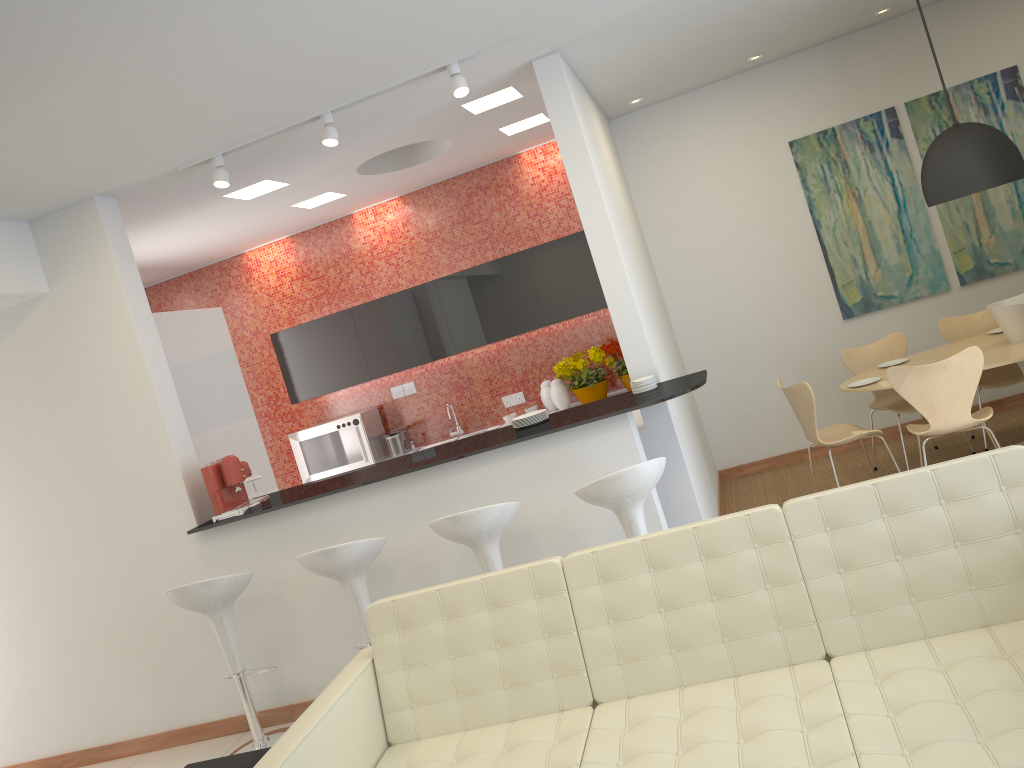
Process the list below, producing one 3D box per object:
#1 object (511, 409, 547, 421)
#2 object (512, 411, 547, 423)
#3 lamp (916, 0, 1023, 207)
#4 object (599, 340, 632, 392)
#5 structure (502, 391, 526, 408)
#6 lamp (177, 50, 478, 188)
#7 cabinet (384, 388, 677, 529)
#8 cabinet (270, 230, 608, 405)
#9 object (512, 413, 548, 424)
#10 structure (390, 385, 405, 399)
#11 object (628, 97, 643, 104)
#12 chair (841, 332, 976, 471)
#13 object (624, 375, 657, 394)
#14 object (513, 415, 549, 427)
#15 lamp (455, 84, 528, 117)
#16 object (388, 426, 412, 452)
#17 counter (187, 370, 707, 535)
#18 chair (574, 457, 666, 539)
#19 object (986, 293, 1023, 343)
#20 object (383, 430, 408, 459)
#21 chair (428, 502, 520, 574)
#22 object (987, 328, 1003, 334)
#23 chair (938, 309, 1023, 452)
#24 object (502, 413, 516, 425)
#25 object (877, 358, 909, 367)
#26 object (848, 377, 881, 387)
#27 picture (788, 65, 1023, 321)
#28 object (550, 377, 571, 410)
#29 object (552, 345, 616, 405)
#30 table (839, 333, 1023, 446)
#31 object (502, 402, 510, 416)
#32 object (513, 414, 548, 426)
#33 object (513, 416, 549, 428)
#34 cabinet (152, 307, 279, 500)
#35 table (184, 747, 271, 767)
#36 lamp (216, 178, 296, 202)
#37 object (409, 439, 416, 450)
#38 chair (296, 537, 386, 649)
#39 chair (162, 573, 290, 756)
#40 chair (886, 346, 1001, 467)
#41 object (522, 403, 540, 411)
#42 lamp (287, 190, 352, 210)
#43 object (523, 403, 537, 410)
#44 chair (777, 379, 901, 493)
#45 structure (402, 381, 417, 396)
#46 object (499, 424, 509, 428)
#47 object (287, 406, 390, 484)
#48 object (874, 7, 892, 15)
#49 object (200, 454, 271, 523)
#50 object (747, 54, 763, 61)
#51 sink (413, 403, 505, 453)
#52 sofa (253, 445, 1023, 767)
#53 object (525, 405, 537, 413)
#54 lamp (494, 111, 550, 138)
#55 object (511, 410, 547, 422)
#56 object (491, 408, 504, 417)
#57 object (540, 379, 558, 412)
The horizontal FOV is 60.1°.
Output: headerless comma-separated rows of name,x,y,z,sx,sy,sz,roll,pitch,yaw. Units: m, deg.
object,0.097,0.179,4.974,0.212,0.015,0.209,-19,4,-32
object,0.101,0.192,4.974,0.212,0.015,0.209,-19,4,-32
lamp,2.748,-1.936,5.653,0.591,1.493,0.597,-17,1,16
object,1.003,-0.189,7.204,0.504,0.449,0.522,-18,2,-6
structure,0.015,0.140,7.804,0.197,0.099,0.016,-17,0,14
lamp,-1.017,-1.390,4.828,1.814,0.199,0.113,-16,1,14
cabinet,-0.349,1.020,6.683,3.322,0.984,2.508,-17,3,14
cabinet,-0.525,-0.594,7.699,3.229,0.659,0.353,-17,1,14
object,0.103,0.199,4.974,0.212,0.015,0.209,-19,4,-32
structure,-1.039,0.075,8.044,0.113,0.104,0.013,-17,0,14
object,0.984,-2.250,7.041,0.130,0.010,0.128,-19,4,-31
chair,2.756,0.124,6.242,0.522,0.906,0.515,-17,1,-7
object,0.708,-0.009,4.910,0.173,0.097,0.140,-17,2,7
object,0.107,0.212,4.974,0.212,0.015,0.209,-19,4,-32
lamp,-0.129,-1.842,5.714,0.407,0.034,0.411,-16,3,14
object,-0.999,0.512,7.978,0.170,0.215,0.173,-16,2,33
counter,-0.362,0.382,4.970,2.952,0.019,0.739,-16,4,14
chair,0.636,0.853,4.146,0.457,1.021,0.465,-17,1,0
object,3.214,-0.418,5.655,0.263,0.280,0.269,-19,2,-41
object,-1.014,0.532,7.742,0.170,0.215,0.173,-16,2,33
chair,-0.045,1.054,4.314,0.454,1.021,0.468,-17,1,25
object,3.424,-0.378,6.161,0.208,0.015,0.212,-15,4,32
chair,3.391,-0.069,6.176,0.518,0.906,0.519,-17,1,18
object,-0.012,0.303,7.461,0.120,0.084,0.122,-16,3,34
object,2.666,-0.143,6.191,0.208,0.015,0.212,-15,4,36
object,2.308,-0.008,5.799,0.208,0.015,0.212,-15,4,36
picture,3.253,-1.469,6.935,1.731,1.507,0.020,-17,0,14
object,0.400,0.081,7.361,0.160,0.283,0.158,-18,1,-24
object,0.612,-0.073,7.299,0.520,0.449,0.506,-17,2,16
table,3.357,0.064,5.674,2.252,0.729,1.287,-16,3,15
object,-0.034,0.248,7.519,0.009,0.195,0.139,-17,1,-16
object,0.105,0.206,4.974,0.212,0.015,0.209,-19,4,-32
object,0.109,0.219,4.974,0.212,0.015,0.209,-19,4,-32
cabinet,-2.573,0.950,5.994,1.630,2.523,1.062,-17,1,14
table,-1.079,1.756,3.187,0.698,0.422,0.921,-17,3,14
lamp,-1.771,-1.357,6.128,0.407,0.034,0.411,-16,3,14
object,-0.886,0.537,7.874,0.037,0.092,0.037,-17,1,14
chair,-0.724,1.255,4.486,0.454,1.021,0.468,-17,1,25
chair,-1.461,1.473,4.672,0.454,1.021,0.468,-17,1,25
chair,2.580,0.244,5.201,0.518,0.906,0.519,-17,1,21
object,0.158,0.195,7.563,0.008,0.009,0.236,-16,4,43
lamp,-1.548,-1.486,7.097,0.407,0.034,0.411,-16,3,14
object,0.160,0.193,7.591,0.008,0.009,0.236,-16,4,39
chair,2.127,0.350,5.764,0.516,0.906,0.521,-17,1,-2
structure,-0.929,0.043,8.019,0.113,0.104,0.008,-17,0,14
object,0.000,0.341,7.461,0.220,0.014,0.217,-20,4,-36
object,-1.536,0.553,7.914,0.719,0.470,0.438,-17,2,14
object,2.760,-2.776,6.592,0.130,0.010,0.128,-19,4,-31
object,-1.541,0.556,5.077,0.319,0.336,0.322,-17,2,14
object,1.872,-2.513,6.816,0.130,0.010,0.128,-19,4,-31
sink,-0.487,0.433,7.699,0.805,0.537,0.419,-17,2,14
sofa,0.588,1.001,2.691,2.554,0.922,1.006,-17,2,14
object,0.171,0.238,7.583,0.121,0.084,0.120,-18,3,-21
lamp,0.093,-1.972,6.682,0.407,0.034,0.411,-16,3,14
object,0.099,0.186,4.974,0.212,0.015,0.209,-19,4,-32
object,-0.086,0.267,7.484,0.163,0.178,0.011,-16,1,27
object,0.323,0.094,7.533,0.160,0.283,0.158,-18,1,-24
